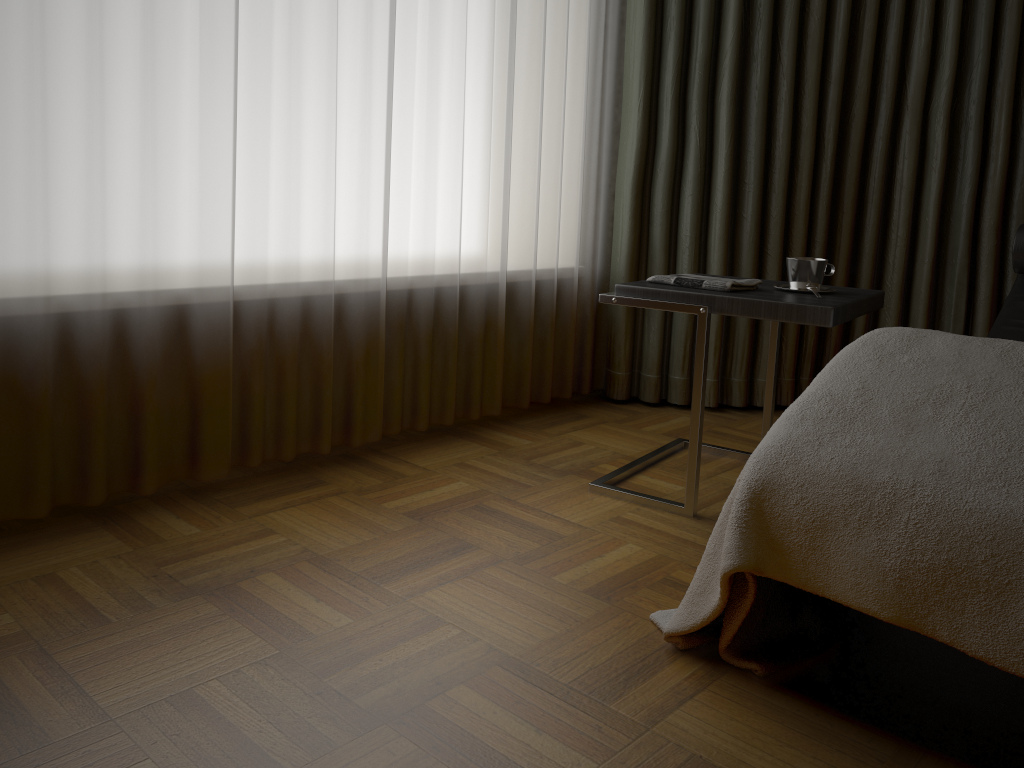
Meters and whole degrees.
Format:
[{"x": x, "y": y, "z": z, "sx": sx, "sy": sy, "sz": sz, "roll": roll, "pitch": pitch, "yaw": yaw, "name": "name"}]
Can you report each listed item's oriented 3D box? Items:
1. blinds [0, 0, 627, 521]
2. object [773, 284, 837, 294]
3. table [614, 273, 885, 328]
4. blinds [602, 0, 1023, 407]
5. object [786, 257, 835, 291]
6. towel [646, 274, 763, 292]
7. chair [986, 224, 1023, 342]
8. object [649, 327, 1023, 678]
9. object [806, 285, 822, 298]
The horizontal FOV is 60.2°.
[{"x": -0.360, "y": -0.962, "z": 2.246, "sx": 0.093, "sy": 2.262, "sz": 2.208, "roll": 9, "pitch": 12, "yaw": 42, "name": "blinds"}, {"x": 0.713, "y": -0.231, "z": 2.152, "sx": 0.150, "sy": 0.009, "sz": 0.151, "roll": -8, "pitch": 16, "yaw": -41, "name": "object"}, {"x": 0.600, "y": -0.218, "z": 2.199, "sx": 0.521, "sy": 0.044, "sz": 0.503, "roll": 11, "pitch": 15, "yaw": 33, "name": "table"}, {"x": 1.142, "y": -1.127, "z": 3.009, "sx": 1.532, "sy": 2.423, "sz": 0.227, "roll": 2, "pitch": 8, "yaw": -2, "name": "blinds"}, {"x": 0.719, "y": -0.267, "z": 2.152, "sx": 0.099, "sy": 0.077, "sz": 0.111, "roll": 12, "pitch": 15, "yaw": 43, "name": "object"}, {"x": 0.478, "y": -0.250, "z": 2.175, "sx": 0.179, "sy": 0.035, "sz": 0.243, "roll": -9, "pitch": 17, "yaw": -42, "name": "towel"}, {"x": 1.179, "y": -0.007, "z": 1.789, "sx": 0.641, "sy": 0.787, "sz": 1.799, "roll": 11, "pitch": 14, "yaw": 42, "name": "chair"}, {"x": 0.800, "y": 0.205, "z": 1.434, "sx": 0.925, "sy": 0.514, "sz": 0.914, "roll": 13, "pitch": 15, "yaw": 42, "name": "object"}, {"x": 0.703, "y": -0.216, "z": 2.051, "sx": 0.029, "sy": 0.019, "sz": 0.125, "roll": 5, "pitch": 12, "yaw": 11, "name": "object"}]
